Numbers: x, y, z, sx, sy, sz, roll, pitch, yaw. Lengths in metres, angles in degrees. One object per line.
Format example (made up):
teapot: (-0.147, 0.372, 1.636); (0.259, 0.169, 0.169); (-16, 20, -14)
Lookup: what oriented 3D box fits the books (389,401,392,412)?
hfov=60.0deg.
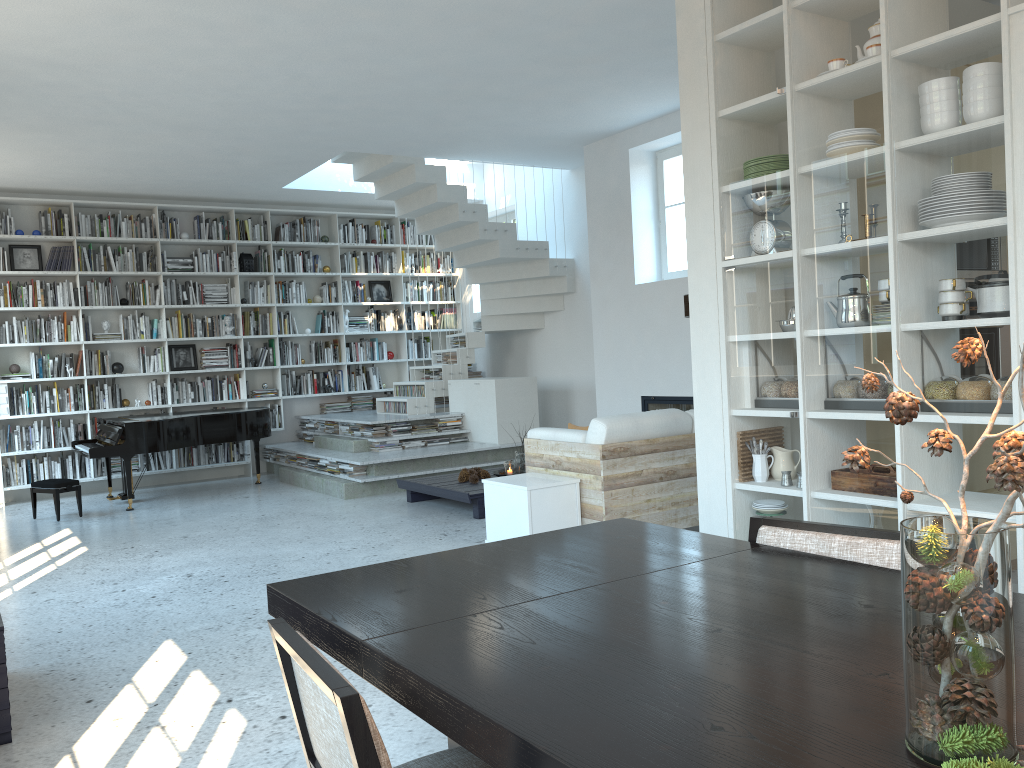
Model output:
books: (-1.387, 0.266, 10.439); (0.125, 0.125, 0.008); (-5, 3, -33)

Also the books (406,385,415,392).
books: (-1.175, 0.082, 10.360); (0.125, 0.125, 0.010); (-5, 3, -33)

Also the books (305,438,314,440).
books: (-2.359, 0.648, 10.631); (0.180, 0.017, 0.182); (-4, 2, -36)

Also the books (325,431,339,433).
books: (-2.009, 0.542, 10.134); (0.182, 0.011, 0.253); (-4, 2, -29)

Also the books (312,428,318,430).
books: (-2.306, 0.530, 10.647); (0.131, 0.021, 0.240); (-4, 2, -31)

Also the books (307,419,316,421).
books: (-2.331, 0.421, 10.630); (0.171, 0.020, 0.193); (-5, 2, -38)

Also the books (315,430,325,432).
books: (-2.164, 0.540, 10.376); (0.190, 0.012, 0.235); (-4, 2, -35)

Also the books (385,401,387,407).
books: (-1.443, 0.266, 10.525); (0.125, 0.125, 0.007); (-5, 3, -33)

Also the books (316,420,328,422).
books: (-2.165, 0.428, 10.375); (0.164, 0.015, 0.243); (-5, 2, -38)

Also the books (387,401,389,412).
books: (-1.422, 0.266, 10.492); (0.125, 0.125, 0.007); (-5, 3, -33)

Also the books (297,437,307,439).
books: (-2.519, 0.651, 10.898); (0.170, 0.012, 0.215); (-4, 2, -33)

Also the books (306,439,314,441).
books: (-2.347, 0.663, 10.638); (0.159, 0.014, 0.268); (-4, 2, -34)

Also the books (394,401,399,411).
books: (-1.312, 0.266, 10.322); (0.125, 0.125, 0.008); (-5, 3, -33)

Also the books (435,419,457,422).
books: (-0.717, 0.391, 9.628); (0.192, 0.024, 0.167); (-4, 2, -28)

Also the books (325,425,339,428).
books: (-2.006, 0.479, 10.136); (0.178, 0.017, 0.293); (-4, 2, -32)

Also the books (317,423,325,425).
books: (-2.157, 0.462, 10.380); (0.167, 0.008, 0.234); (-4, 2, -34)

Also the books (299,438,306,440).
books: (-2.509, 0.664, 10.904); (0.147, 0.014, 0.292); (-4, 2, -33)

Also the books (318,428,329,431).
books: (-2.158, 0.522, 10.380); (0.164, 0.023, 0.242); (-4, 2, -29)

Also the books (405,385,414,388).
books: (-1.186, 0.082, 10.376); (0.125, 0.125, 0.009); (-5, 3, -33)

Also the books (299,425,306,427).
books: (-2.481, 0.505, 10.880); (0.179, 0.012, 0.261); (-4, 2, -33)

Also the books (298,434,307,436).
books: (-2.523, 0.617, 10.895); (0.159, 0.009, 0.210); (-4, 2, -29)

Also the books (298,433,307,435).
books: (-2.522, 0.605, 10.896); (0.152, 0.015, 0.208); (-4, 2, -28)

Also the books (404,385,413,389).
books: (-1.202, 0.083, 10.401); (0.125, 0.125, 0.008); (-5, 3, -33)

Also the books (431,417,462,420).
books: (-0.712, 0.373, 9.618); (0.285, 0.013, 0.181); (-5, 2, -38)

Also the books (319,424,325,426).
books: (-2.150, 0.472, 10.385); (0.144, 0.013, 0.220); (-4, 2, -30)

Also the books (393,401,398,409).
books: (-1.325, 0.266, 10.342); (0.125, 0.125, 0.008); (-5, 3, -33)

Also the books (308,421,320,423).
books: (-2.322, 0.446, 10.636); (0.163, 0.018, 0.289); (-4, 2, -34)

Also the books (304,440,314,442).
books: (-2.362, 0.675, 10.629); (0.186, 0.009, 0.261); (-4, 2, -30)

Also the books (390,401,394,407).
books: (-1.367, 0.266, 10.408); (0.125, 0.125, 0.008); (-5, 3, -33)

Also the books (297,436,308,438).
books: (-2.517, 0.639, 10.899); (0.158, 0.012, 0.278); (-4, 2, -34)

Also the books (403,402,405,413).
books: (-1.176, 0.265, 10.111); (0.125, 0.125, 0.012); (-5, 3, -33)

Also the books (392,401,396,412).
books: (-1.346, 0.266, 10.375); (0.125, 0.125, 0.007); (-5, 3, -33)

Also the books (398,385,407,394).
books: (-1.293, 0.083, 10.543); (0.125, 0.125, 0.007); (-5, 3, -33)

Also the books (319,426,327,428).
books: (-2.150, 0.501, 10.385); (0.154, 0.018, 0.221); (-4, 2, -34)

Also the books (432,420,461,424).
books: (-0.712, 0.409, 9.623); (0.261, 0.012, 0.179); (-4, 2, -29)

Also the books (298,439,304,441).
books: (-2.516, 0.685, 10.900); (0.163, 0.019, 0.187); (-4, 2, -34)

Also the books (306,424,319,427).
books: (-2.334, 0.490, 10.629); (0.189, 0.030, 0.237); (-4, 2, -36)

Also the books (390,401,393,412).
books: (-1.375, 0.266, 10.420); (0.125, 0.125, 0.007); (-5, 3, -33)

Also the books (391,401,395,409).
books: (-1.355, 0.266, 10.388); (0.125, 0.125, 0.009); (-5, 3, -33)

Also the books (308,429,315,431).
books: (-2.320, 0.550, 10.638); (0.173, 0.017, 0.233); (-4, 2, -34)

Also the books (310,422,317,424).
books: (-2.320, 0.461, 10.637); (0.143, 0.012, 0.264); (-4, 2, -28)

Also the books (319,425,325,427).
books: (-2.147, 0.485, 10.387); (0.150, 0.013, 0.215); (-4, 2, -33)

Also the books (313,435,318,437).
books: (-2.194, 0.610, 10.367); (0.181, 0.017, 0.250); (-4, 2, -36)

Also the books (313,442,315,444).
books: (-2.195, 0.685, 10.368); (0.188, 0.028, 0.202); (-5, 2, -38)

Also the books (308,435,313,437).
books: (-2.344, 0.621, 10.640); (0.137, 0.018, 0.200); (-4, 2, -37)

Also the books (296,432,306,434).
books: (-2.528, 0.594, 10.892); (0.174, 0.009, 0.240); (-4, 2, -31)

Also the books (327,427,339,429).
books: (-1.997, 0.495, 10.142); (0.159, 0.018, 0.203); (-4, 2, -35)

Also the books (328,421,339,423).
books: (-2.000, 0.422, 10.140); (0.139, 0.028, 0.261); (-4, 2, -28)

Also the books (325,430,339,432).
books: (-2.004, 0.529, 10.138); (0.177, 0.014, 0.247); (-4, 2, -35)

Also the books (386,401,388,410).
books: (-1.431, 0.266, 10.506); (0.125, 0.125, 0.008); (-5, 3, -33)

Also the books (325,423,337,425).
books: (-2.010, 0.454, 10.133); (0.186, 0.009, 0.261); (-4, 2, -34)

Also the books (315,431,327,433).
books: (-2.160, 0.551, 10.379); (0.183, 0.012, 0.296); (-4, 2, -34)

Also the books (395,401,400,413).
books: (-1.299, 0.265, 10.303); (0.125, 0.125, 0.007); (-5, 3, -33)

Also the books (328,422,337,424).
books: (-1.989, 0.441, 10.147); (0.128, 0.013, 0.296); (-4, 2, -35)

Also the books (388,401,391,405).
books: (-1.396, 0.266, 10.453); (0.125, 0.125, 0.008); (-5, 3, -33)

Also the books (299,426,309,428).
books: (-2.484, 0.520, 10.878); (0.175, 0.017, 0.265); (-4, 2, -30)

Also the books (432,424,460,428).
books: (-0.719, 0.452, 9.638); (0.267, 0.014, 0.160); (-4, 2, -34)

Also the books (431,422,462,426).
books: (-0.715, 0.430, 9.630); (0.284, 0.030, 0.177); (-4, 2, -32)

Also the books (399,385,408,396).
books: (-1.281, 0.083, 10.523); (0.125, 0.125, 0.008); (-5, 3, -33)
